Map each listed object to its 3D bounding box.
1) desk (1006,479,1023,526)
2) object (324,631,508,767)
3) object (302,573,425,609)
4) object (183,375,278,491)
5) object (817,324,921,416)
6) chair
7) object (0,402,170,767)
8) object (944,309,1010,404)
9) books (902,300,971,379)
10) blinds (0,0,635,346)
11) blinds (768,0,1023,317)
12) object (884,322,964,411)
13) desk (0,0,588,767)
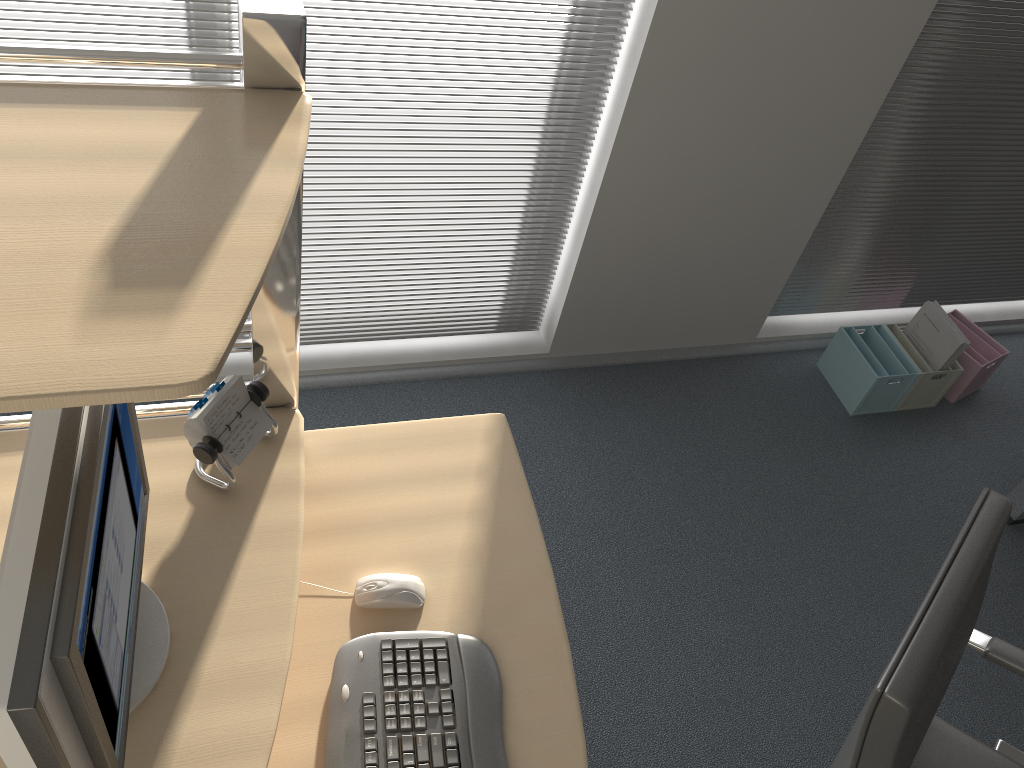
[{"bbox_3d":[2.375,0.380,2.040,0.967,1.566,1.469,-5,49,-19],"label":"desk"},{"bbox_3d":[-0.394,0.582,1.209,0.814,0.082,0.478,1,47,-14],"label":"object"},{"bbox_3d":[-0.514,0.332,1.410,0.742,0.088,0.168,-3,48,-17],"label":"object"},{"bbox_3d":[-0.430,0.067,1.353,0.093,0.135,0.154,22,46,7],"label":"object"},{"bbox_3d":[1.245,-0.048,3.114,0.185,0.202,0.245,-5,49,-19],"label":"object"},{"bbox_3d":[0.780,0.815,1.574,0.652,1.048,0.584,37,49,19],"label":"chair"},{"bbox_3d":[-0.534,0.198,1.005,0.245,0.418,0.516,7,46,-9],"label":"object"},{"bbox_3d":[1.625,-0.100,3.263,0.185,0.202,0.245,-20,55,-30],"label":"object"},{"bbox_3d":[1.447,-0.110,3.128,0.068,0.306,0.220,-5,49,-19],"label":"books"},{"bbox_3d":[-0.577,-1.040,1.637,1.950,2.749,0.037,-5,49,-19],"label":"blinds"},{"bbox_3d":[2.066,-1.260,2.539,1.950,2.770,0.022,-5,49,-19],"label":"blinds"},{"bbox_3d":[1.420,-0.062,3.173,0.185,0.202,0.245,-5,49,-19],"label":"object"},{"bbox_3d":[-0.262,0.599,1.142,0.967,1.566,1.469,-5,49,-19],"label":"desk"}]
